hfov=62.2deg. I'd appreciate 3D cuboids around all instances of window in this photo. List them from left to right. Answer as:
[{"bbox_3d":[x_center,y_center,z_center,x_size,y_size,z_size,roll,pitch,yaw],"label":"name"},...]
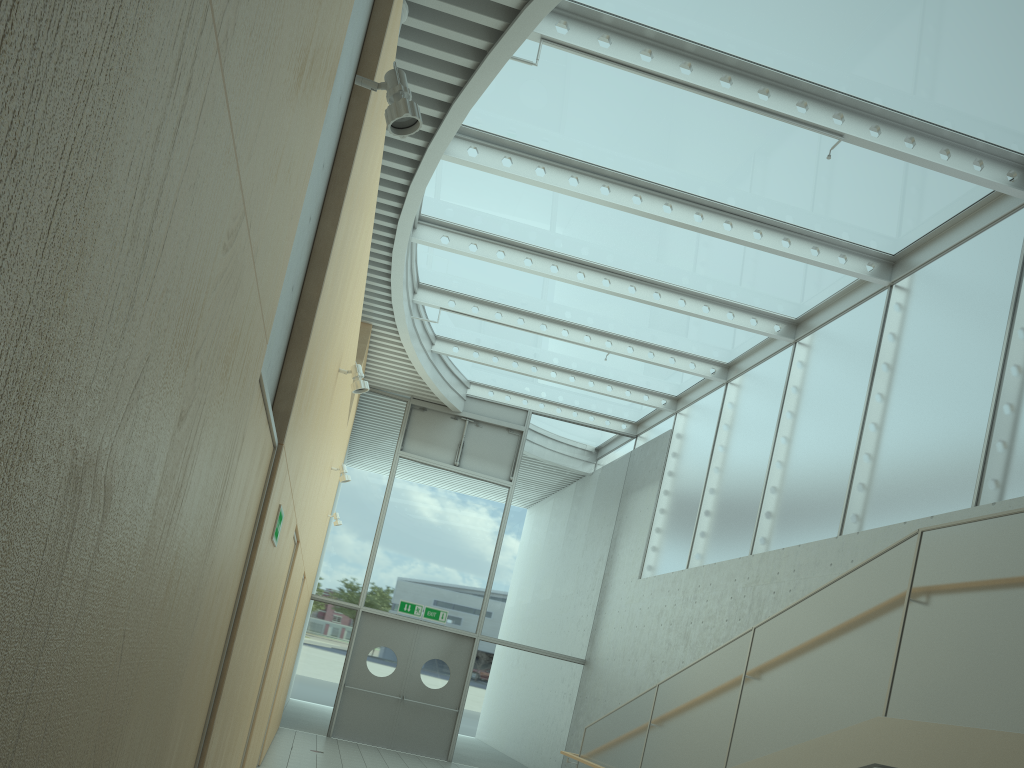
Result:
[{"bbox_3d":[-0.759,3.198,14.159,4.936,6.133,0.110,15,-4,-12],"label":"window"},{"bbox_3d":[0.728,1.336,8.755,4.849,6.053,16.396,15,-18,-9],"label":"window"},{"bbox_3d":[3.137,0.492,9.321,0.030,2.649,16.217,14,-19,-8],"label":"window"}]

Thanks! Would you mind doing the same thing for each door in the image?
[{"bbox_3d":[-1.753,4.955,13.897,1.953,2.056,0.176,15,-4,-12],"label":"door"}]

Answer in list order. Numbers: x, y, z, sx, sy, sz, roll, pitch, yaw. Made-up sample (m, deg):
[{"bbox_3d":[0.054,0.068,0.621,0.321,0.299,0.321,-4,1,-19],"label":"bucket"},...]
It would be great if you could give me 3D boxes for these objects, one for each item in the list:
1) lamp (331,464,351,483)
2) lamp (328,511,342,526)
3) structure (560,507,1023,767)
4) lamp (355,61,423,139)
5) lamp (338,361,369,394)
[{"bbox_3d":[-1.736,0.902,8.649,0.242,0.191,0.140,21,-12,-30],"label":"lamp"},{"bbox_3d":[-2.438,1.858,11.717,0.242,0.191,0.140,21,-12,-30],"label":"lamp"},{"bbox_3d":[3.029,1.349,3.246,1.911,4.064,13.066,14,-18,-8],"label":"structure"},{"bbox_3d":[-0.387,-0.936,2.752,0.242,0.191,0.140,21,-12,-30],"label":"lamp"},{"bbox_3d":[-1.038,-0.048,5.602,0.242,0.191,0.140,21,-12,-30],"label":"lamp"}]
